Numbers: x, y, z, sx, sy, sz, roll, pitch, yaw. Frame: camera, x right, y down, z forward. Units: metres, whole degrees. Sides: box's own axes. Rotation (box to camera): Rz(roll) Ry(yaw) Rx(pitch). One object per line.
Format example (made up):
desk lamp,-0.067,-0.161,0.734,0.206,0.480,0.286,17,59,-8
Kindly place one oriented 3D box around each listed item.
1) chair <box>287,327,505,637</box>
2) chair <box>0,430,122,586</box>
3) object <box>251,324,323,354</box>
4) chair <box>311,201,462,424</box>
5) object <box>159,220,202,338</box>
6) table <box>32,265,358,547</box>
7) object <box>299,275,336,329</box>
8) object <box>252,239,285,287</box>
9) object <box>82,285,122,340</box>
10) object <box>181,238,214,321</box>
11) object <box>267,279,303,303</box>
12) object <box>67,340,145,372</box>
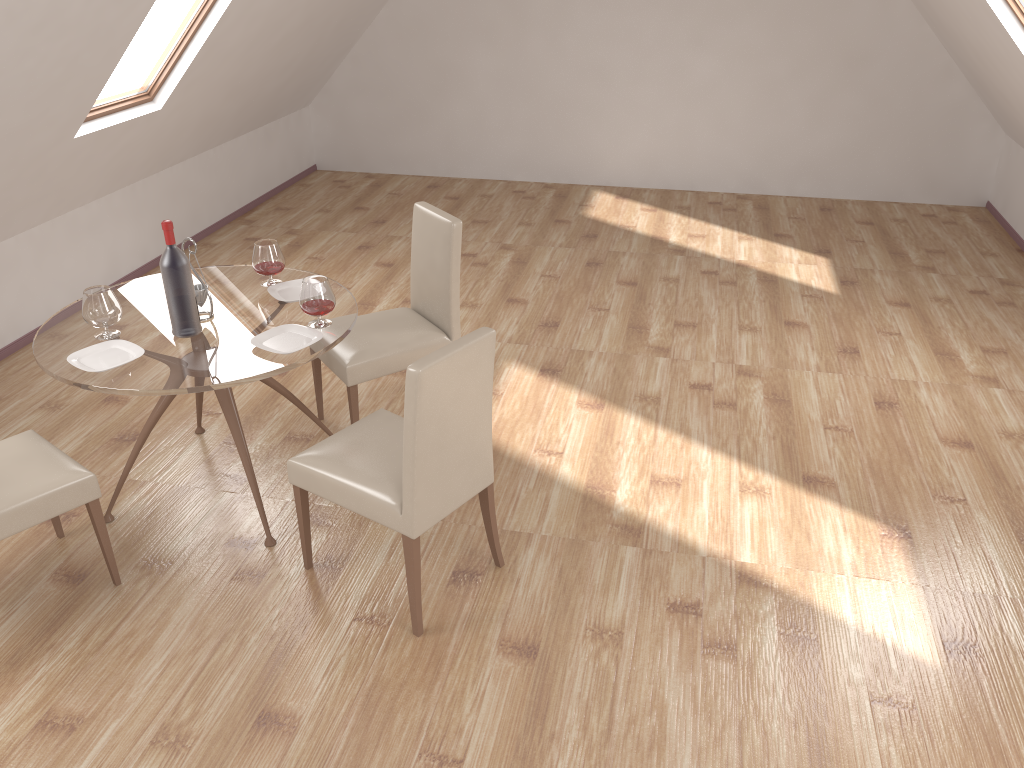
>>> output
chair,-0.402,0.246,3.085,0.618,0.999,0.477,19,34,32
chair,-1.796,0.327,2.940,0.477,0.999,0.618,21,35,35
object,-0.823,-0.159,3.249,0.228,0.020,0.228,18,33,31
chair,-0.568,-0.259,4.045,0.618,0.999,0.477,-17,32,-29
object,-1.218,-0.383,3.230,0.109,0.435,0.109,4,28,8
table,-1.209,0.081,3.645,1.198,0.770,1.198,17,32,29
object,-0.738,-0.312,3.366,0.136,0.183,0.136,-4,28,-8
object,-1.028,-0.511,3.746,0.136,0.183,0.136,-4,28,-8
object,-1.515,-0.264,3.281,0.136,0.183,0.136,21,34,34
object,-1.209,-0.403,3.391,0.086,0.322,0.096,-12,30,-21
object,-0.887,-0.382,3.675,0.228,0.020,0.228,-16,32,-28
object,-1.430,-0.093,3.129,0.228,0.020,0.228,20,34,33
